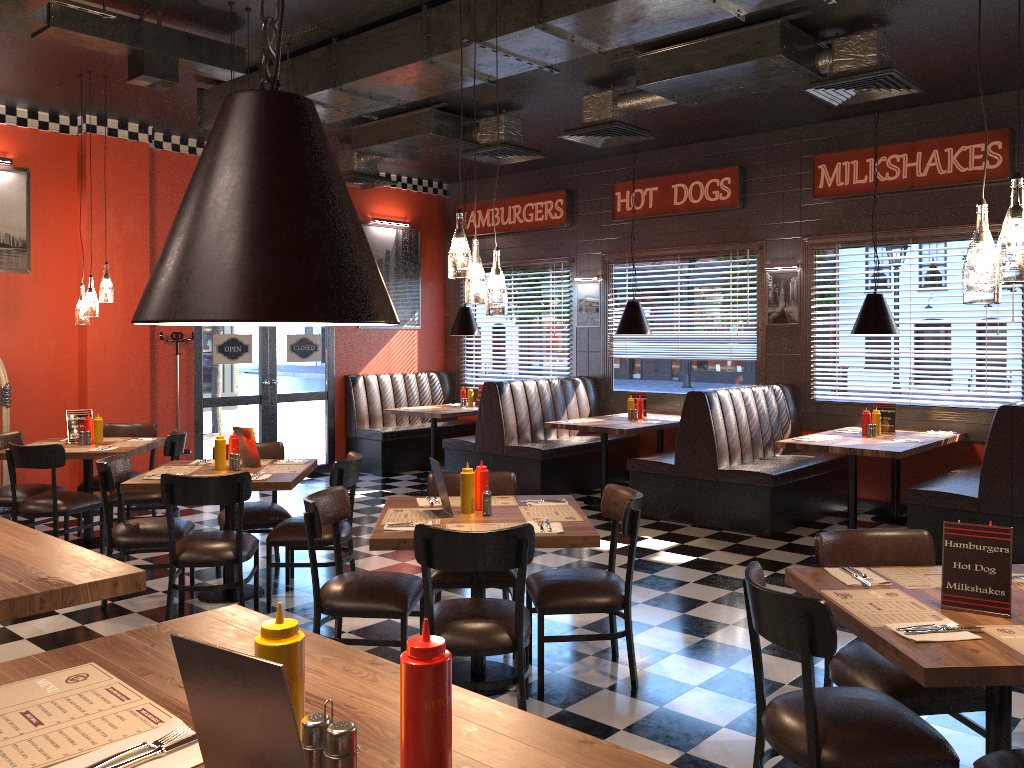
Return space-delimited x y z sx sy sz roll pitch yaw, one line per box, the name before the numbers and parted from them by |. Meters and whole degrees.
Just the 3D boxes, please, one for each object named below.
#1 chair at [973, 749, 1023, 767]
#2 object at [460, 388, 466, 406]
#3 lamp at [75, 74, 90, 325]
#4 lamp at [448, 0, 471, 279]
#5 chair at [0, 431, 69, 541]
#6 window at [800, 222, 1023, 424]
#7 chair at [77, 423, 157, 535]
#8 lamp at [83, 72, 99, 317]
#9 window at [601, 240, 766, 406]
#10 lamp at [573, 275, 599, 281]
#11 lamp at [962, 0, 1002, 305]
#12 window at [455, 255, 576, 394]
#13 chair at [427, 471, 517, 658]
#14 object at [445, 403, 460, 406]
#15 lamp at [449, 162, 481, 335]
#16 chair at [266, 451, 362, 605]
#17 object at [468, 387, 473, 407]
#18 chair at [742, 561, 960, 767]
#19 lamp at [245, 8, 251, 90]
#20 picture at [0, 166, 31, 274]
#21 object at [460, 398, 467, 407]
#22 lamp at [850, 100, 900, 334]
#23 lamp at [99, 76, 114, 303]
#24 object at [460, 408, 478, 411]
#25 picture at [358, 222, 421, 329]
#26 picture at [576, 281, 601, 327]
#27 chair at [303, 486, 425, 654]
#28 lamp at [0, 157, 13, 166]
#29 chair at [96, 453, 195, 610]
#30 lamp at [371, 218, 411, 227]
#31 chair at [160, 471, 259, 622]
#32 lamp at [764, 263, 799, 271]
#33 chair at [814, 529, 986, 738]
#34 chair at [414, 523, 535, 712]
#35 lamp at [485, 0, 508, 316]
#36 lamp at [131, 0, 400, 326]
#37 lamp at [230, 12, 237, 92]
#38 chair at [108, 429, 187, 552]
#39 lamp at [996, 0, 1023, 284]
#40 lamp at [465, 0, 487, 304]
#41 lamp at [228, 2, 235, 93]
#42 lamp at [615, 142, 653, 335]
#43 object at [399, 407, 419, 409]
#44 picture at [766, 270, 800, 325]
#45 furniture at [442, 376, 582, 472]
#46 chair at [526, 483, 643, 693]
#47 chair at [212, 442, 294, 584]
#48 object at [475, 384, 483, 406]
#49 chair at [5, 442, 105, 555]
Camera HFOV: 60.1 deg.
chair | 1.505 1.052 2.245 0.486 0.867 0.545 0 1 9
object | -0.585 0.148 10.612 0.068 0.238 0.068 0 1 11
lamp | -3.374 -1.450 6.952 0.108 1.965 0.108 0 1 23
lamp | -0.244 -1.473 4.121 0.108 1.965 0.108 0 1 14
chair | -3.768 0.815 6.774 0.544 0.867 0.487 0 1 6
window | 3.612 -0.539 8.010 2.028 1.713 0.127 2 2 42
chair | -3.286 0.779 7.443 0.486 0.867 0.545 0 1 6
lamp | -3.273 -1.505 6.881 0.108 1.965 0.108 0 0 -6
window | 1.827 -0.622 9.597 2.028 1.713 0.127 2 2 42
lamp | 0.868 -1.233 10.313 0.334 0.056 0.081 3 3 42
lamp | 1.448 -1.229 2.724 0.108 1.965 0.108 0 0 -2
window | 0.043 -0.705 11.185 2.028 1.713 0.127 2 2 42
chair | -0.210 0.924 4.679 0.486 0.867 0.545 0 1 -3
object | -0.677 0.248 10.803 0.255 0.019 0.157 2 4 37
lamp | -0.557 -1.600 10.496 0.382 2.043 0.382 0 1 0
chair | -1.208 0.880 5.523 0.544 0.867 0.487 0 1 1
object | -0.496 0.150 10.584 0.068 0.238 0.068 0 1 11
chair | 0.998 1.026 2.735 0.544 0.867 0.487 0 1 -8
lamp | -1.655 -1.437 5.562 0.108 1.965 0.108 0 1 24
picture | -4.947 -1.431 7.351 0.023 0.939 1.771 0 2 42
object | -0.572 0.207 10.488 0.047 0.136 0.094 1 1 42
lamp | 3.005 -1.434 7.328 0.382 2.043 0.382 0 1 23
lamp | -3.203 -1.624 6.990 0.108 1.965 0.108 0 1 -16
object | -0.491 0.285 10.122 0.255 0.019 0.157 3 4 40
picture | -1.535 -1.349 11.194 0.016 1.301 1.024 0 1 42
picture | 0.891 -0.932 10.341 0.351 0.536 0.012 1 1 42
chair | -0.707 0.951 4.184 0.544 0.867 0.487 0 1 6
lamp | -4.927 -1.939 7.328 0.081 0.056 1.445 2 4 42
chair | -2.268 0.884 5.468 0.544 0.867 0.487 0 1 -11
lamp | -1.523 -2.032 11.155 0.081 0.056 0.611 2 4 42
chair | -1.705 0.907 5.028 0.486 0.867 0.545 0 1 -8
lamp | 2.656 -1.149 8.722 0.334 0.056 0.081 3 3 42
chair | 1.391 1.001 3.197 0.486 0.867 0.545 0 1 -9
chair | -0.150 0.977 3.682 0.486 0.867 0.545 0 1 0
lamp | -0.073 -1.304 4.161 0.108 1.965 0.108 0 1 -37
lamp | -0.360 -1.110 1.310 0.382 2.043 0.382 0 1 -7
lamp | -1.766 -1.552 5.632 0.108 1.965 0.108 0 0 -2
chair | -2.816 0.808 6.888 0.544 0.867 0.487 0 1 -16
lamp | 1.490 -1.282 2.608 0.108 1.965 0.108 0 1 29
lamp | -0.174 -1.367 4.232 0.108 1.965 0.108 0 0 -6
lamp | -1.726 -1.372 5.462 0.108 1.965 0.108 0 1 -37
lamp | 1.224 -1.517 8.912 0.382 2.043 0.382 0 1 23
object | -1.178 0.278 10.257 0.255 0.019 0.157 3 4 42
picture | 2.676 -0.848 8.753 0.351 0.536 0.012 1 1 42
furniture | 0.071 0.498 9.959 0.706 1.153 1.710 1 2 42
chair | 0.354 0.947 4.239 0.544 0.867 0.487 0 1 -6
chair | -1.764 0.853 6.026 0.486 0.867 0.545 -1 1 -25
object | -0.364 0.137 10.640 0.072 0.257 0.188 -1 1 -38
chair | -3.307 0.836 6.382 0.486 0.867 0.545 0 1 16
